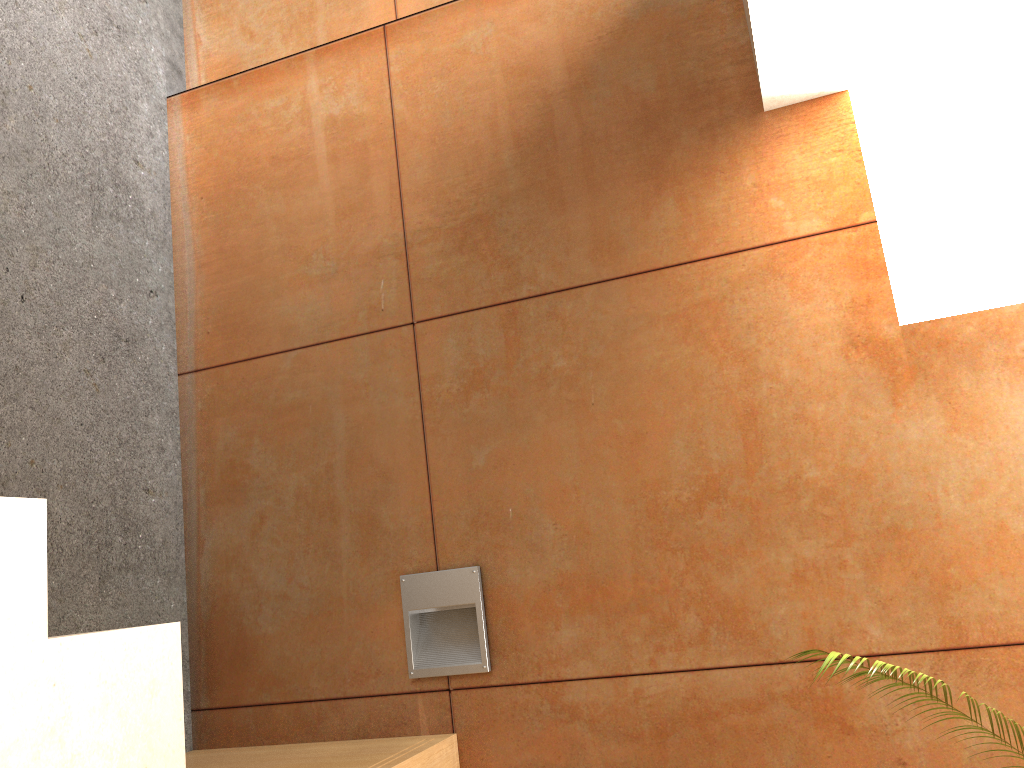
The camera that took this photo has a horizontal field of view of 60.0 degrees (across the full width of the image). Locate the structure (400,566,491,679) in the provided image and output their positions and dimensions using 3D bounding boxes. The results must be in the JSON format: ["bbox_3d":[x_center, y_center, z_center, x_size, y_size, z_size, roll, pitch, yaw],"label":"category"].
[{"bbox_3d":[-0.161,0.617,2.307,0.220,0.260,0.096,-11,-13,18],"label":"structure"}]

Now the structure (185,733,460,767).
[{"bbox_3d":[-0.307,1.192,0.939,1.950,1.110,2.400,-11,-13,18],"label":"structure"}]
